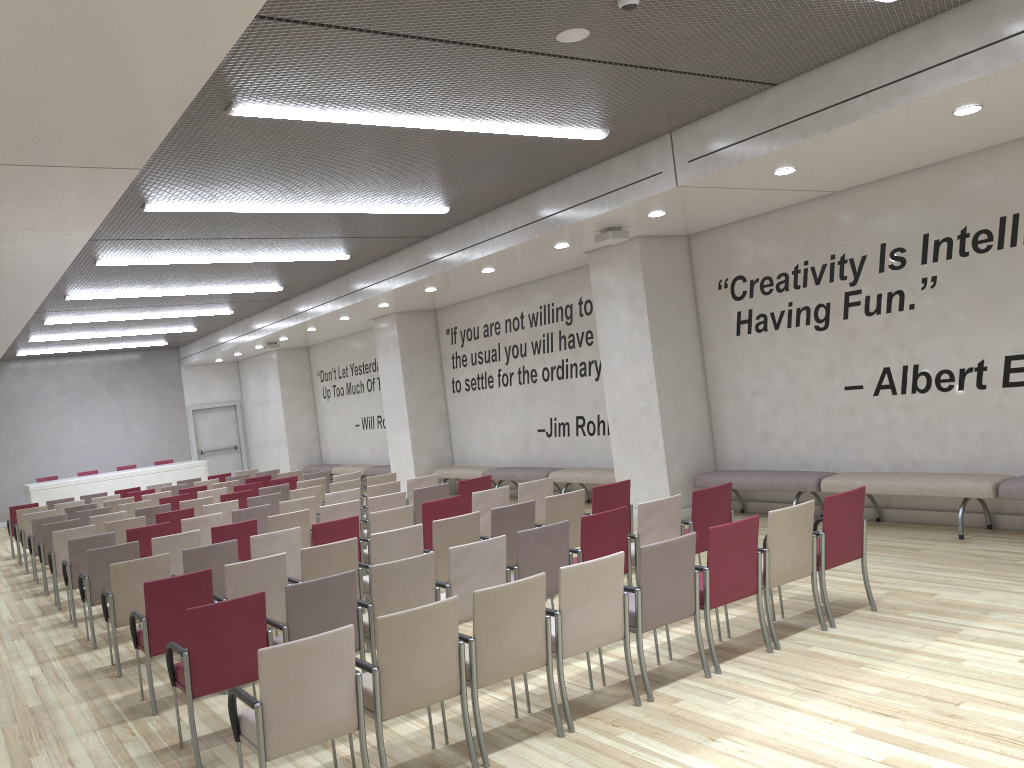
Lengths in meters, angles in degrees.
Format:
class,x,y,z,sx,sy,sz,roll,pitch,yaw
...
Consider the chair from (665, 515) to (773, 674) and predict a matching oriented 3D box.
class,x,y,z,sx,sy,sz,roll,pitch,yaw
chair,1.265,1.303,5.695,0.513,0.890,0.640,-7,0,-34

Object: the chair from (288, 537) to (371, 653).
class,x,y,z,sx,sy,sz,roll,pitch,yaw
chair,-1.457,1.641,6.825,0.513,0.890,0.640,-7,0,-33

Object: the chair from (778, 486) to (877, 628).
class,x,y,z,sx,sy,sz,roll,pitch,yaw
chair,2.174,1.193,6.301,0.513,0.890,0.640,-7,0,-34

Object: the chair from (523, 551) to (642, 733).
class,x,y,z,sx,sy,sz,roll,pitch,yaw
chair,0.339,1.416,5.081,0.513,0.890,0.640,-7,0,-33

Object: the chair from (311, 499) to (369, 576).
class,x,y,z,sx,sy,sz,roll,pitch,yaw
chair,-1.901,1.704,9.496,0.513,0.890,0.640,-7,0,-33

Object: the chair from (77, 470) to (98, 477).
class,x,y,z,sx,sy,sz,roll,pitch,yaw
chair,-9.802,2.479,20.693,0.513,0.890,0.640,-7,0,-34

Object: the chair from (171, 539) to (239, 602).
class,x,y,z,sx,sy,sz,roll,pitch,yaw
chair,-2.592,1.783,7.552,0.513,0.890,0.640,-7,0,-33

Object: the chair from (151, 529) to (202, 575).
class,x,y,z,sx,sy,sz,roll,pitch,yaw
chair,-3.258,1.868,8.568,0.513,0.890,0.640,-7,0,-33

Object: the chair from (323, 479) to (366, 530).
class,x,y,z,sx,sy,sz,roll,pitch,yaw
chair,-2.348,1.766,12.134,0.513,0.890,0.640,-7,0,-34

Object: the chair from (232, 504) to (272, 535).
class,x,y,z,sx,sy,sz,roll,pitch,yaw
chair,-3.030,1.844,10.197,0.513,0.890,0.640,-7,0,-34

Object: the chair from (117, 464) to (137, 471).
class,x,y,z,sx,sy,sz,roll,pitch,yaw
chair,-9.093,2.393,21.168,0.513,0.890,0.640,-7,0,-34

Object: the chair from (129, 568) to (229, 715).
class,x,y,z,sx,sy,sz,roll,pitch,yaw
chair,-2.359,1.751,6.221,0.513,0.890,0.640,-7,0,-34

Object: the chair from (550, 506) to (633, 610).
class,x,y,z,sx,sy,sz,roll,pitch,yaw
chair,0.571,1.392,6.722,0.513,0.890,0.640,-7,0,-35

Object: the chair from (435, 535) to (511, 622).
class,x,y,z,sx,sy,sz,roll,pitch,yaw
chair,-0.329,1.501,6.110,0.513,0.890,0.640,-7,0,-33

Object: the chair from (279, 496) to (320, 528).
class,x,y,z,sx,sy,sz,roll,pitch,yaw
chair,-2.586,1.791,10.500,0.513,0.890,0.640,-7,0,-34

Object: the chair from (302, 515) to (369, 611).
class,x,y,z,sx,sy,sz,roll,pitch,yaw
chair,-1.677,1.672,8.161,0.513,0.890,0.640,-7,0,-33

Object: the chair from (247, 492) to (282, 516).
class,x,y,z,sx,sy,sz,roll,pitch,yaw
chair,-3.255,1.876,11.531,0.513,0.890,0.640,-7,0,-33

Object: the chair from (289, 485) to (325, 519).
class,x,y,z,sx,sy,sz,roll,pitch,yaw
chair,-2.806,1.822,11.845,0.513,0.890,0.640,-7,0,-34

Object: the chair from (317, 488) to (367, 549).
class,x,y,z,sx,sy,sz,roll,pitch,yaw
chair,-2.122,1.734,10.822,0.513,0.890,0.640,-7,0,-33

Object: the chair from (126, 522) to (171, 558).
class,x,y,z,sx,sy,sz,roll,pitch,yaw
chair,-3.944,1.955,9.600,0.513,0.890,0.640,-7,0,-34

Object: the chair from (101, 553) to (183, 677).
class,x,y,z,sx,sy,sz,roll,pitch,yaw
chair,-3.039,1.837,7.245,0.513,0.890,0.640,-7,0,-33

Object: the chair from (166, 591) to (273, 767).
class,x,y,z,sx,sy,sz,roll,pitch,yaw
chair,-1.706,1.667,5.196,0.513,0.890,0.640,-7,0,-34

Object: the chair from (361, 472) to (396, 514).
class,x,y,z,sx,sy,sz,roll,pitch,yaw
chair,-1.902,1.712,12.453,0.513,0.890,0.640,-7,0,-34

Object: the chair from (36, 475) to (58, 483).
class,x,y,z,sx,sy,sz,roll,pitch,yaw
chair,-10.511,2.564,20.217,0.513,0.890,0.640,-7,0,-34

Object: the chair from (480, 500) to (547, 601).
class,x,y,z,sx,sy,sz,roll,pitch,yaw
chair,-0.090,1.476,7.737,0.513,0.890,0.640,-7,0,-33

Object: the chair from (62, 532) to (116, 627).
class,x,y,z,sx,sy,sz,roll,pitch,yaw
chair,-4.396,2.010,9.295,0.513,0.890,0.640,-7,0,-33

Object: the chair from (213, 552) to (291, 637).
class,x,y,z,sx,sy,sz,roll,pitch,yaw
chair,-1.919,1.697,6.520,0.513,0.890,0.640,-7,0,-34

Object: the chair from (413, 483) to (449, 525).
class,x,y,z,sx,sy,sz,roll,pitch,yaw
chair,-1.000,1.594,10.101,0.513,0.890,0.640,-7,0,-33

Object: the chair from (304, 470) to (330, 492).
class,x,y,z,sx,sy,sz,roll,pitch,yaw
chair,-3.246,1.883,14.496,0.513,0.890,0.640,-7,0,-34

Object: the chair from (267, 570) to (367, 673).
class,x,y,z,sx,sy,sz,roll,pitch,yaw
chair,-1.238,1.611,5.510,0.513,0.890,0.640,-7,0,-34

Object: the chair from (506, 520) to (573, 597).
class,x,y,z,sx,sy,sz,roll,pitch,yaw
chair,0.116,1.447,6.413,0.513,0.890,0.640,-7,0,-34

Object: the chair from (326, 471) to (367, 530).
class,x,y,z,sx,sy,sz,roll,pitch,yaw
chair,-2.572,1.797,13.469,0.513,0.890,0.640,-7,0,-35

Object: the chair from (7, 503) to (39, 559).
class,x,y,z,sx,sy,sz,roll,pitch,yaw
chair,-8.462,2.527,15.423,0.513,0.890,0.640,-7,0,-34

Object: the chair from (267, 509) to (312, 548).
class,x,y,z,sx,sy,sz,roll,pitch,yaw
chair,-2.358,1.759,9.177,0.513,0.890,0.640,-7,0,-34

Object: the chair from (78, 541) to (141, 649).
class,x,y,z,sx,sy,sz,roll,pitch,yaw
chair,-3.724,1.924,8.273,0.513,0.890,0.640,-7,0,-34

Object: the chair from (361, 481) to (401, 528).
class,x,y,z,sx,sy,sz,roll,pitch,yaw
chair,-1.676,1.680,11.122,0.513,0.890,0.640,-7,0,-33

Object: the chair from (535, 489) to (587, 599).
class,x,y,z,sx,sy,sz,roll,pitch,yaw
chair,0.361,1.421,8.055,0.513,0.890,0.640,-7,0,-34

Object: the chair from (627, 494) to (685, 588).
class,x,y,z,sx,sy,sz,roll,pitch,yaw
chair,1.031,1.336,7.017,0.513,0.890,0.640,-7,0,-33

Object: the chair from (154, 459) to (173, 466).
class,x,y,z,sx,sy,sz,roll,pitch,yaw
chair,-8.384,2.307,21.644,0.513,0.890,0.640,-7,0,-34

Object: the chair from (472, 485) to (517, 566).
class,x,y,z,sx,sy,sz,roll,pitch,yaw
chair,-0.318,1.508,9.076,0.513,0.890,0.640,-7,0,-35

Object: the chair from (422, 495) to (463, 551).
class,x,y,z,sx,sy,sz,roll,pitch,yaw
chair,-0.776,1.563,8.767,0.513,0.890,0.640,-7,0,-34

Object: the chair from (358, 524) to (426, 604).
class,x,y,z,sx,sy,sz,roll,pitch,yaw
chair,-0.994,1.585,7.129,0.513,0.890,0.640,-7,0,-33

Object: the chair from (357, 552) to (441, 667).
class,x,y,z,sx,sy,sz,roll,pitch,yaw
chair,-0.784,1.556,5.806,0.513,0.890,0.640,-7,0,-33

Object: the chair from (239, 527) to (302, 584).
class,x,y,z,sx,sy,sz,roll,pitch,yaw
chair,-2.135,1.728,7.863,0.513,0.890,0.640,-7,0,-33

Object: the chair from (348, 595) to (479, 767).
class,x,y,z,sx,sy,sz,roll,pitch,yaw
chair,-0.557,1.524,4.481,0.513,0.890,0.640,-7,0,-34

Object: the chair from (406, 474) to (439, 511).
class,x,y,z,sx,sy,sz,roll,pitch,yaw
chair,-1.227,1.626,11.418,0.513,0.890,0.640,-7,0,-33

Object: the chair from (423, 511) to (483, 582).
class,x,y,z,sx,sy,sz,roll,pitch,yaw
chair,-0.558,1.532,7.434,0.513,0.890,0.640,-7,0,-34

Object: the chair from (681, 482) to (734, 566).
class,x,y,z,sx,sy,sz,roll,pitch,yaw
chair,1.498,1.279,7.325,0.513,0.890,0.640,-7,0,-34

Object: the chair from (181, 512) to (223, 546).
class,x,y,z,sx,sy,sz,roll,pitch,yaw
chair,-3.487,1.900,9.911,0.513,0.890,0.640,-7,0,-34

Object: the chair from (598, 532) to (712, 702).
class,x,y,z,sx,sy,sz,roll,pitch,yaw
chair,0.802,1.359,5.381,0.513,0.890,0.640,-7,0,-34

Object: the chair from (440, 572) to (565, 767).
class,x,y,z,sx,sy,sz,roll,pitch,yaw
chair,-0.113,1.470,4.776,0.513,0.890,0.640,-7,0,-34

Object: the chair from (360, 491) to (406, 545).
class,x,y,z,sx,sy,sz,roll,pitch,yaw
chair,-1.449,1.649,9.787,0.513,0.890,0.640,-7,0,-34

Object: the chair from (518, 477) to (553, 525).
class,x,y,z,sx,sy,sz,roll,pitch,yaw
chair,0.140,1.452,9.378,0.513,0.890,0.640,-7,0,-34

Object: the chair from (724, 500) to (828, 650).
class,x,y,z,sx,sy,sz,roll,pitch,yaw
chair,1.717,1.249,6.001,0.513,0.890,0.640,-7,0,-33

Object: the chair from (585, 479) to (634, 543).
class,x,y,z,sx,sy,sz,roll,pitch,yaw
chair,0.810,1.367,8.350,0.513,0.890,0.640,-7,0,-33

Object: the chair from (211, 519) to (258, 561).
class,x,y,z,sx,sy,sz,roll,pitch,yaw
chair,-2.807,1.813,8.867,0.513,0.890,0.640,-7,0,-34

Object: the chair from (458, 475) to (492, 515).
class,x,y,z,sx,sy,sz,roll,pitch,yaw
chair,-0.529,1.537,10.396,0.513,0.890,0.640,-7,0,-33

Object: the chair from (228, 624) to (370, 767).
class,x,y,z,sx,sy,sz,roll,pitch,yaw
chair,-1.013,1.579,4.169,0.513,0.890,0.640,-7,0,-34

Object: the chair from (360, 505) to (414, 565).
class,x,y,z,sx,sy,sz,roll,pitch,yaw
chair,-1.221,1.617,8.461,0.513,0.890,0.640,-7,0,-34
